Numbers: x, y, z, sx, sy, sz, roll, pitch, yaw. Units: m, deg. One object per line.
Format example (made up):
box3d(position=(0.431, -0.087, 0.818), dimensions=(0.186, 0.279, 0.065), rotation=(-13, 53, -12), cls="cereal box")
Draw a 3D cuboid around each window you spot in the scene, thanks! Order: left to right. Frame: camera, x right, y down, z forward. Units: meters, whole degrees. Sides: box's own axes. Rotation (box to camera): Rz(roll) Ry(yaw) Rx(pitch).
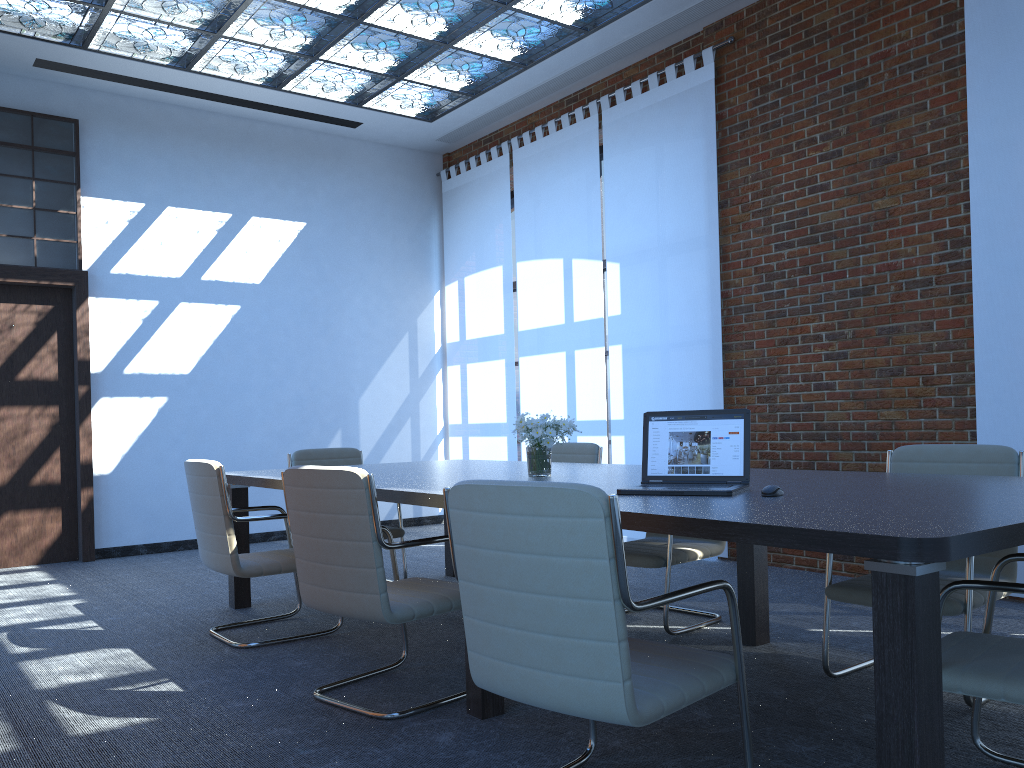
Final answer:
box3d(position=(-4.164, -1.573, 7.050), dimensions=(1.328, 1.291, 0.059), rotation=(-1, -1, -36), cls="window")
box3d(position=(2.600, -0.549, 5.974), dimensions=(0.160, 3.606, 9.631), rotation=(-1, -2, -36), cls="window")

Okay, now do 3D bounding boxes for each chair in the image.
box3d(position=(-1.294, 0.839, 4.617), dimensions=(0.706, 0.922, 0.560), rotation=(-1, -1, -36), cls="chair")
box3d(position=(-1.091, 0.890, 5.889), dimensions=(0.560, 0.922, 0.707), rotation=(-1, -1, -36), cls="chair")
box3d(position=(-0.481, 0.769, 3.516), dimensions=(0.560, 0.922, 0.706), rotation=(-2, -1, 42), cls="chair")
box3d(position=(0.171, 0.845, 5.653), dimensions=(0.706, 0.922, 0.560), rotation=(-1, -1, -33), cls="chair")
box3d(position=(0.242, 0.699, 2.377), dimensions=(0.560, 0.922, 0.706), rotation=(-2, -1, 42), cls="chair")
box3d(position=(0.769, 0.786, 4.675), dimensions=(0.706, 0.922, 0.560), rotation=(-1, -1, -43), cls="chair")
box3d(position=(1.630, 0.711, 3.508), dimensions=(0.706, 0.922, 0.560), rotation=(-1, -1, -41), cls="chair")
box3d(position=(1.444, 0.664, 2.311), dimensions=(0.707, 0.922, 0.560), rotation=(-3, -1, 42), cls="chair")

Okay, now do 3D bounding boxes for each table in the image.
box3d(position=(0.229, 0.832, 4.091), dimensions=(1.809, 0.809, 4.508), rotation=(0, -3, -36), cls="table")

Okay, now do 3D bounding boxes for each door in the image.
box3d(position=(-4.144, 0.270, 7.091), dimensions=(1.400, 2.434, 0.200), rotation=(-1, -1, -36), cls="door")

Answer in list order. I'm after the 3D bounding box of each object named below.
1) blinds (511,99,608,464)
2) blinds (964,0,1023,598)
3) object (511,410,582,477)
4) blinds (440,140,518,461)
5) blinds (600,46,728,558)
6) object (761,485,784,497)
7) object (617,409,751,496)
box3d(position=(0.417, -0.509, 8.000), dimensions=(0.039, 3.756, 1.220), rotation=(-1, 0, -36), cls="blinds")
box3d(position=(2.999, -0.732, 4.503), dimensions=(0.039, 3.756, 1.316), rotation=(-1, 0, -36), cls="blinds")
box3d(position=(0.135, 0.277, 4.141), dimensions=(0.329, 0.309, 0.336), rotation=(-1, -2, -26), cls="object")
box3d(position=(-0.342, -0.443, 9.027), dimensions=(0.039, 3.756, 1.220), rotation=(-1, 0, -36), cls="blinds")
box3d(position=(1.169, -0.574, 6.981), dimensions=(0.039, 3.756, 1.220), rotation=(-1, 0, -36), cls="blinds")
box3d(position=(0.822, 0.338, 2.807), dimensions=(0.059, 0.034, 0.101), rotation=(-3, -3, 34), cls="object")
box3d(position=(0.594, 0.231, 3.051), dimensions=(0.390, 0.282, 0.323), rotation=(-2, -2, 27), cls="object")
